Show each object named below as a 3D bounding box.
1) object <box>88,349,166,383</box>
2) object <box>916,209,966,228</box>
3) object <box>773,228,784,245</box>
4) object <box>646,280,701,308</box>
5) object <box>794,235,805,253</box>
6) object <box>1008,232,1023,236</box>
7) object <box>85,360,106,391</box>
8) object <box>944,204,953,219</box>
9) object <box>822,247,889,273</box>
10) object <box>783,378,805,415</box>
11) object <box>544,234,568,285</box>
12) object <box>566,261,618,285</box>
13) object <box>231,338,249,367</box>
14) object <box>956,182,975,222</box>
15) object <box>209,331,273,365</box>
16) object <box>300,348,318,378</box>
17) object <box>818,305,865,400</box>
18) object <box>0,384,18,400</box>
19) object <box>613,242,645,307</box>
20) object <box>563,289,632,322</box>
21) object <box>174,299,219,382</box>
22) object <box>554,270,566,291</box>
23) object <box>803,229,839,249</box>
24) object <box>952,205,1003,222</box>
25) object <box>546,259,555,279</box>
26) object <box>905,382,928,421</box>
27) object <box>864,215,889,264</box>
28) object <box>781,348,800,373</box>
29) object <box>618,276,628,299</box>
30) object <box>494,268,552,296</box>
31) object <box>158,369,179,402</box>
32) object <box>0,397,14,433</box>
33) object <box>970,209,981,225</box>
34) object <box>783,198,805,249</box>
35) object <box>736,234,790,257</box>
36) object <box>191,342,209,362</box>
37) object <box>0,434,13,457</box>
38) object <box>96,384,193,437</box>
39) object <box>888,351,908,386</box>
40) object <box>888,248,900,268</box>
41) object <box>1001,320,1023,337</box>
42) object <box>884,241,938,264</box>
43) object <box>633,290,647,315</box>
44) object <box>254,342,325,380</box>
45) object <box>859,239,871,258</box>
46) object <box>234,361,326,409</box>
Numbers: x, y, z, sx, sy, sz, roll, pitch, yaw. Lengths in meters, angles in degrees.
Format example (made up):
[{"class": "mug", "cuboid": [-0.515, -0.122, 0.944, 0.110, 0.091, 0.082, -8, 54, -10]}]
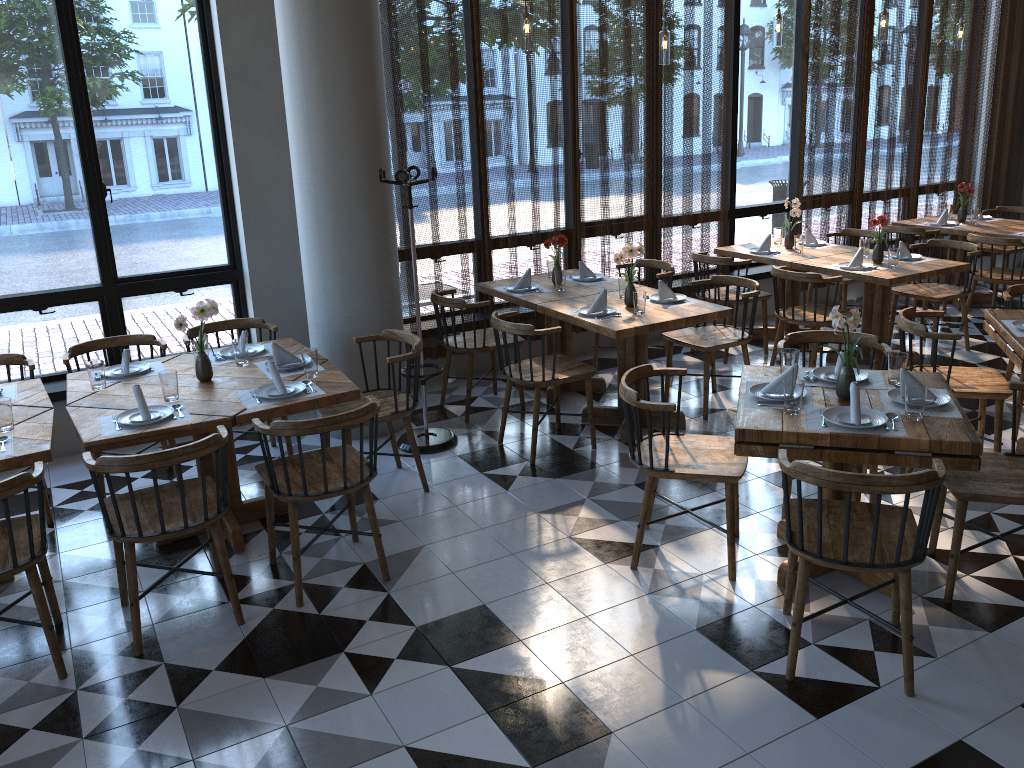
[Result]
[{"class": "object", "cuboid": [-1.923, -0.121, 4.412, 0.353, 0.135, 0.274, -12, 19, -27]}, {"class": "object", "cuboid": [3.876, -1.504, 7.984, 0.273, 0.135, 0.355, -11, 19, -27]}, {"class": "object", "cuboid": [2.204, -1.224, 7.335, 0.080, 0.131, 0.081, -1, 16, 6]}, {"class": "object", "cuboid": [0.964, -0.584, 5.479, 0.273, 0.135, 0.355, -11, 19, -27]}, {"class": "object", "cuboid": [2.240, -1.093, 6.917, 0.080, 0.131, 0.081, -1, 16, 6]}, {"class": "object", "cuboid": [4.308, -1.284, 7.231, 0.273, 0.135, 0.355, -11, 19, -27]}, {"class": "object", "cuboid": [-1.951, -0.039, 4.165, 0.080, 0.131, 0.080, -17, 22, -41]}, {"class": "object", "cuboid": [4.099, -1.621, 8.332, 0.080, 0.131, 0.081, -6, 17, -13]}, {"class": "object", "cuboid": [2.420, -0.887, 6.238, 0.273, 0.135, 0.355, -11, 19, -27]}, {"class": "object", "cuboid": [1.100, 0.052, 3.464, 0.080, 0.131, 0.080, 9, 20, 35]}, {"class": "object", "cuboid": [0.304, -0.844, 6.030, 0.156, 0.351, 0.173, -4, 16, -5]}, {"class": "object", "cuboid": [0.532, -0.805, 6.232, 0.273, 0.135, 0.355, -11, 19, -27]}, {"class": "object", "cuboid": [-1.363, -0.158, 4.460, 0.080, 0.131, 0.080, -17, 22, -41]}, {"class": "object", "cuboid": [4.137, -1.662, 8.090, 0.156, 0.351, 0.172, 9, 20, 36]}, {"class": "object", "cuboid": [-1.423, -0.226, 4.675, 0.353, 0.135, 0.274, -12, 19, -27]}, {"class": "object", "cuboid": [-0.960, -0.099, 4.218, 0.080, 0.131, 0.080, -17, 22, -41]}, {"class": "object", "cuboid": [1.330, -0.130, 3.567, 0.146, 0.396, 0.209, -5, 16, -8]}, {"class": "object", "cuboid": [-2.504, 0.001, 4.106, 0.353, 0.135, 0.274, -12, 19, -27]}, {"class": "object", "cuboid": [0.701, -0.655, 5.308, 0.207, 0.396, 0.148, 5, 17, 25]}, {"class": "object", "cuboid": [0.501, -0.485, 5.229, 0.273, 0.135, 0.355, -11, 19, -27]}, {"class": "object", "cuboid": [-1.467, -0.200, 4.167, 0.207, 0.396, 0.147, -9, 17, -23]}, {"class": "object", "cuboid": [0.324, -0.690, 5.909, 0.080, 0.131, 0.081, -3, 16, -3]}, {"class": "object", "cuboid": [2.451, -1.207, 7.241, 0.273, 0.135, 0.355, -11, 19, -27]}, {"class": "object", "cuboid": [4.338, -1.603, 8.234, 0.273, 0.135, 0.355, -11, 19, -27]}, {"class": "object", "cuboid": [0.288, -0.822, 6.328, 0.080, 0.131, 0.081, -3, 16, -3]}, {"class": "object", "cuboid": [1.526, 0.068, 3.355, 0.080, 0.131, 0.081, 5, 18, 26]}, {"class": "object", "cuboid": [2.597, -1.033, 6.315, 0.156, 0.351, 0.172, 11, 21, 39]}, {"class": "object", "cuboid": [1.214, -0.083, 3.875, 0.080, 0.131, 0.080, 9, 20, 35]}, {"class": "object", "cuboid": [0.709, -0.606, 5.591, 0.080, 0.131, 0.080, -17, 22, -41]}, {"class": "object", "cuboid": [0.070, -0.705, 5.983, 0.273, 0.135, 0.355, -11, 19, -27]}, {"class": "object", "cuboid": [-1.527, 0.010, 3.953, 0.080, 0.131, 0.080, -17, 22, -41]}, {"class": "object", "cuboid": [-2.098, 0.130, 3.653, 0.080, 0.131, 0.080, -17, 22, -41]}, {"class": "object", "cuboid": [4.135, -1.490, 7.913, 0.080, 0.131, 0.081, -6, 17, -13]}, {"class": "object", "cuboid": [2.245, -1.287, 7.089, 0.147, 0.396, 0.208, -10, 17, -24]}, {"class": "object", "cuboid": [1.988, -1.108, 6.992, 0.273, 0.135, 0.355, -11, 19, -27]}, {"class": "object", "cuboid": [-1.544, -0.133, 4.407, 0.080, 0.131, 0.080, -17, 22, -41]}, {"class": "object", "cuboid": [-2.135, 0.203, 3.417, 0.353, 0.135, 0.274, -12, 19, -27]}, {"class": "object", "cuboid": [-1.555, 0.082, 3.722, 0.353, 0.135, 0.274, -12, 19, -27]}, {"class": "object", "cuboid": [1.632, -0.064, 3.757, 0.080, 0.131, 0.081, 5, 18, 26]}, {"class": "object", "cuboid": [2.661, -0.877, 6.180, 0.080, 0.131, 0.080, -17, 22, -41]}, {"class": "object", "cuboid": [2.677, -0.346, 4.498, 0.272, 0.135, 0.356, 3, 18, 16]}, {"class": "object", "cuboid": [2.882, -0.987, 6.488, 0.273, 0.135, 0.355, -11, 19, -27]}, {"class": "object", "cuboid": [0.745, -0.475, 5.173, 0.080, 0.131, 0.080, -17, 22, -41]}, {"class": "object", "cuboid": [-1.120, -0.154, 4.407, 0.273, 0.135, 0.355, -11, 19, -27]}, {"class": "object", "cuboid": [2.626, -1.008, 6.599, 0.080, 0.131, 0.080, -17, 22, -41]}, {"class": "object", "cuboid": [-1.054, -0.023, 3.986, 0.353, 0.135, 0.274, -12, 19, -27]}]
